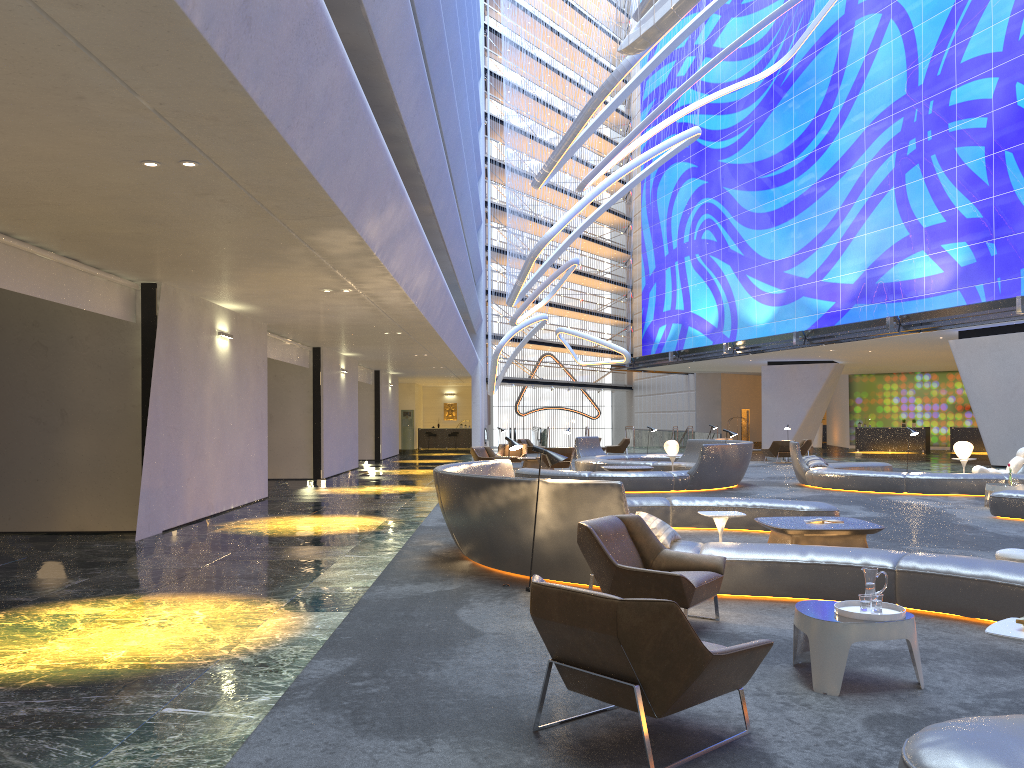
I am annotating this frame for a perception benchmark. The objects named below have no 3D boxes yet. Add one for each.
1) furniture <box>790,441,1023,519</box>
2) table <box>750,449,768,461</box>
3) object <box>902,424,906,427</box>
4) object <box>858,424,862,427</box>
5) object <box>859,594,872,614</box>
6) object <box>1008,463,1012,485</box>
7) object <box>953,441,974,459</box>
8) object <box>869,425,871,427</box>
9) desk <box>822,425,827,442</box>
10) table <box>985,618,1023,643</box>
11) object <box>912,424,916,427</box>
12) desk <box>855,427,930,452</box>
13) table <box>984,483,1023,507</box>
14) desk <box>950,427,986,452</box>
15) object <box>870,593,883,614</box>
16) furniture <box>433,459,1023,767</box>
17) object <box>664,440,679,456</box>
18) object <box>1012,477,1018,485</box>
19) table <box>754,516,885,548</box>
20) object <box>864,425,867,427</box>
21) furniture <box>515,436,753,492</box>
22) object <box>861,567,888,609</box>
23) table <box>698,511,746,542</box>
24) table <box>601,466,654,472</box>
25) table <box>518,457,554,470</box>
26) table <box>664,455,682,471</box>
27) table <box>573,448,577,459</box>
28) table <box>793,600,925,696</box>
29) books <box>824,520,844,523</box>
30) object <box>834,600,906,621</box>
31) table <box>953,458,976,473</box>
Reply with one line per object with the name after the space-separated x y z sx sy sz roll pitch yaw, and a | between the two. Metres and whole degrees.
9.206 1.645 17.131 5.185 0.969 9.934 0 -2 -8 | furniture
8.585 2.546 31.773 1.203 0.392 1.204 0 -2 0 | table
17.330 1.829 39.185 0.150 0.145 0.150 -1 -2 33 | object
15.813 1.881 40.303 0.149 0.149 0.149 -1 -2 34 | object
1.992 1.251 4.996 0.071 0.118 0.071 0 -1 -18 | object
8.184 1.481 14.547 0.066 0.355 0.076 0 0 -33 | object
9.867 1.440 19.378 0.367 0.387 0.318 0 -1 -18 | object
16.180 1.907 40.049 0.072 0.070 0.073 -1 -2 34 | object
19.164 3.093 55.585 2.978 1.097 0.814 -2 -2 38 | desk
2.261 1.354 3.810 0.428 0.595 0.418 -1 -1 44 | table
17.678 1.819 38.971 0.150 0.145 0.150 -1 -2 33 | object
17.034 2.472 39.710 2.978 1.097 0.814 -2 -2 38 | desk
8.099 1.866 14.653 0.673 0.406 0.671 1 -2 -38 | table
20.672 2.397 38.353 2.978 1.097 0.814 -2 -2 36 | desk
2.067 1.251 5.023 0.071 0.118 0.071 0 -1 -33 | object
1.867 1.312 7.726 5.185 0.969 9.934 0 -2 -4 | furniture
3.923 1.571 21.808 0.367 0.387 0.318 0 -1 7 | object
8.307 1.602 14.638 0.071 0.118 0.151 0 -2 10 | object
3.291 1.691 9.569 1.203 0.392 1.204 0 -2 0 | table
16.016 1.894 40.163 0.108 0.108 0.111 -1 -2 34 | object
3.572 1.903 22.773 5.186 0.969 9.933 -1 -2 16 | furniture
2.082 1.188 5.119 0.131 0.252 0.103 0 -1 -17 | object
2.025 1.546 8.575 0.418 0.595 0.428 0 -1 -4 | table
2.697 2.142 20.785 1.203 0.392 1.204 0 -2 0 | table
0.757 2.365 26.098 1.203 0.392 1.204 0 -2 -1 | table
3.967 2.063 21.835 0.418 0.595 0.428 0 -1 -1 | table
2.202 2.696 34.615 1.203 0.392 1.204 -1 -2 18 | table
1.991 1.523 5.182 0.671 0.406 0.674 0 -2 -4 | table
3.474 1.483 9.570 0.133 0.012 0.189 0 -2 -11 | books
2.048 1.297 5.078 0.381 0.038 0.381 0 -2 -9 | object
9.894 1.933 19.420 0.418 0.595 0.428 0 -1 -26 | table
